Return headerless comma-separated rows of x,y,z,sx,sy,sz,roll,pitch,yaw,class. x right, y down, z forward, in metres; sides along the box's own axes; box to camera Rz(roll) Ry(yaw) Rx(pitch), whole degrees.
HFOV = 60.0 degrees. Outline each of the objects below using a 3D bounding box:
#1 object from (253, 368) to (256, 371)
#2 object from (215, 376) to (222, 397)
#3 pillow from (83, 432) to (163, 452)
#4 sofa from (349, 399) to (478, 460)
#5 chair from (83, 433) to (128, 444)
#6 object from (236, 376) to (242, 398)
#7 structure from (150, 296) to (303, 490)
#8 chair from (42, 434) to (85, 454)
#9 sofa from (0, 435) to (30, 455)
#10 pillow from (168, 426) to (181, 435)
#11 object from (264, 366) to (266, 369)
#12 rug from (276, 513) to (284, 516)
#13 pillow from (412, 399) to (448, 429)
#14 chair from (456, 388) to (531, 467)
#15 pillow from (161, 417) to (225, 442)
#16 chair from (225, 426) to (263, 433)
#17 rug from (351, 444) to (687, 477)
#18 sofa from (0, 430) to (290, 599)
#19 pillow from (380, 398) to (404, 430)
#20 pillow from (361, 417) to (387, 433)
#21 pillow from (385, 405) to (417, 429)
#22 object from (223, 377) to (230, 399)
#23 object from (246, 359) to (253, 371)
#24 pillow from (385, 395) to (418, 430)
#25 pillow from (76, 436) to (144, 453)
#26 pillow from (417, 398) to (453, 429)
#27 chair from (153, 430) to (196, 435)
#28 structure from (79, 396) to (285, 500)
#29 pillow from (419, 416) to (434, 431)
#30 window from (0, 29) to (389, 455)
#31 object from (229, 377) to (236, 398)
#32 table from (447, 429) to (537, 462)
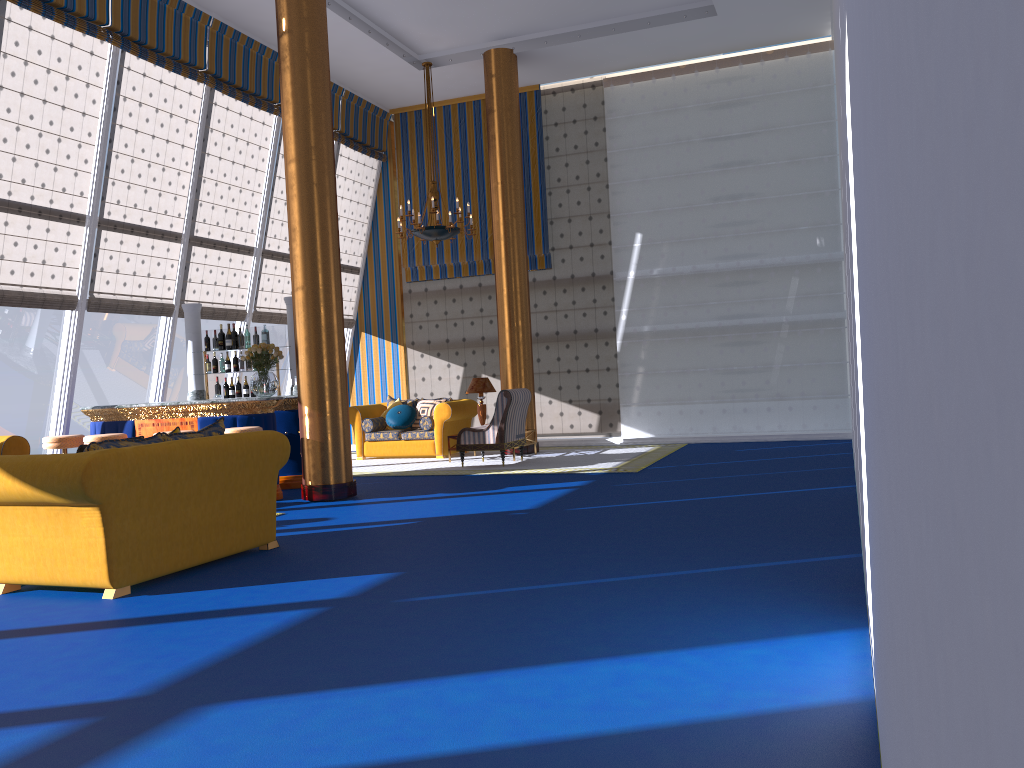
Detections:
-2.949,-0.267,10.185,0.059,0.230,0.058,-3,1,-21,object
-3.405,0.034,10.268,0.071,0.242,0.071,-3,1,2,object
-2.414,0.622,5.497,0.337,0.610,0.618,-3,1,25,pillow
-1.521,0.696,13.632,1.834,0.854,1.018,-3,1,22,sofa
-3.983,0.884,8.741,0.402,0.782,0.394,-4,1,-32,chair
-3.149,0.034,10.220,0.065,0.244,0.065,-3,1,1,object
-3.273,0.133,10.406,2.302,2.196,0.772,-3,1,11,structure
-4.547,0.912,9.048,0.402,0.782,0.394,-4,1,-32,chair
-5.273,0.920,7.608,0.995,0.854,1.858,-3,1,20,sofa
-2.377,0.540,6.064,0.230,0.491,0.616,-3,1,26,pillow
-2.806,-0.279,10.138,0.071,0.244,0.072,-2,1,41,object
-4.840,1.340,5.745,3.568,0.010,6.297,-3,0,20,rug
-1.254,0.453,13.451,0.518,0.456,0.329,-3,1,20,pillow
-0.216,0.559,11.529,0.779,0.967,0.799,-3,1,21,chair
-2.212,0.576,6.056,0.351,0.673,0.606,-3,1,28,pillow
-2.614,0.812,8.647,0.399,0.782,0.397,-3,1,-9,chair
-0.905,1.089,12.614,6.216,0.011,3.616,-3,0,20,rug
-2.412,0.792,5.843,1.004,0.854,1.860,-3,1,22,sofa
-1.759,0.459,13.671,0.606,0.491,0.234,-3,1,25,pillow
-2.098,0.617,13.504,0.213,0.219,0.380,-3,1,25,pillow
-1.673,0.498,13.387,0.463,0.367,0.388,-3,1,-19,pillow
-3.309,0.045,10.272,0.065,0.244,0.066,-3,1,24,object
-3.024,-0.263,10.189,0.071,0.232,0.071,-3,1,-1,object
-1.745,0.503,13.834,0.595,0.673,0.357,-3,1,28,pillow
-2.606,0.574,5.555,0.325,0.456,0.525,-3,1,20,pillow
-1.188,0.506,13.643,0.609,0.610,0.342,-3,1,25,pillow
-3.236,0.846,8.574,0.401,0.782,0.395,-3,1,-21,chair
-3.459,0.716,9.347,2.304,1.065,0.771,-3,1,9,structure
-1.188,0.571,13.142,0.213,0.219,0.375,-3,1,25,pillow
-5.373,-1.584,8.661,1.608,5.857,15.566,-3,1,21,window
-3.233,0.042,10.246,0.068,0.244,0.068,-3,1,1,object
-0.265,0.869,12.500,0.968,0.369,0.912,-3,0,20,table
